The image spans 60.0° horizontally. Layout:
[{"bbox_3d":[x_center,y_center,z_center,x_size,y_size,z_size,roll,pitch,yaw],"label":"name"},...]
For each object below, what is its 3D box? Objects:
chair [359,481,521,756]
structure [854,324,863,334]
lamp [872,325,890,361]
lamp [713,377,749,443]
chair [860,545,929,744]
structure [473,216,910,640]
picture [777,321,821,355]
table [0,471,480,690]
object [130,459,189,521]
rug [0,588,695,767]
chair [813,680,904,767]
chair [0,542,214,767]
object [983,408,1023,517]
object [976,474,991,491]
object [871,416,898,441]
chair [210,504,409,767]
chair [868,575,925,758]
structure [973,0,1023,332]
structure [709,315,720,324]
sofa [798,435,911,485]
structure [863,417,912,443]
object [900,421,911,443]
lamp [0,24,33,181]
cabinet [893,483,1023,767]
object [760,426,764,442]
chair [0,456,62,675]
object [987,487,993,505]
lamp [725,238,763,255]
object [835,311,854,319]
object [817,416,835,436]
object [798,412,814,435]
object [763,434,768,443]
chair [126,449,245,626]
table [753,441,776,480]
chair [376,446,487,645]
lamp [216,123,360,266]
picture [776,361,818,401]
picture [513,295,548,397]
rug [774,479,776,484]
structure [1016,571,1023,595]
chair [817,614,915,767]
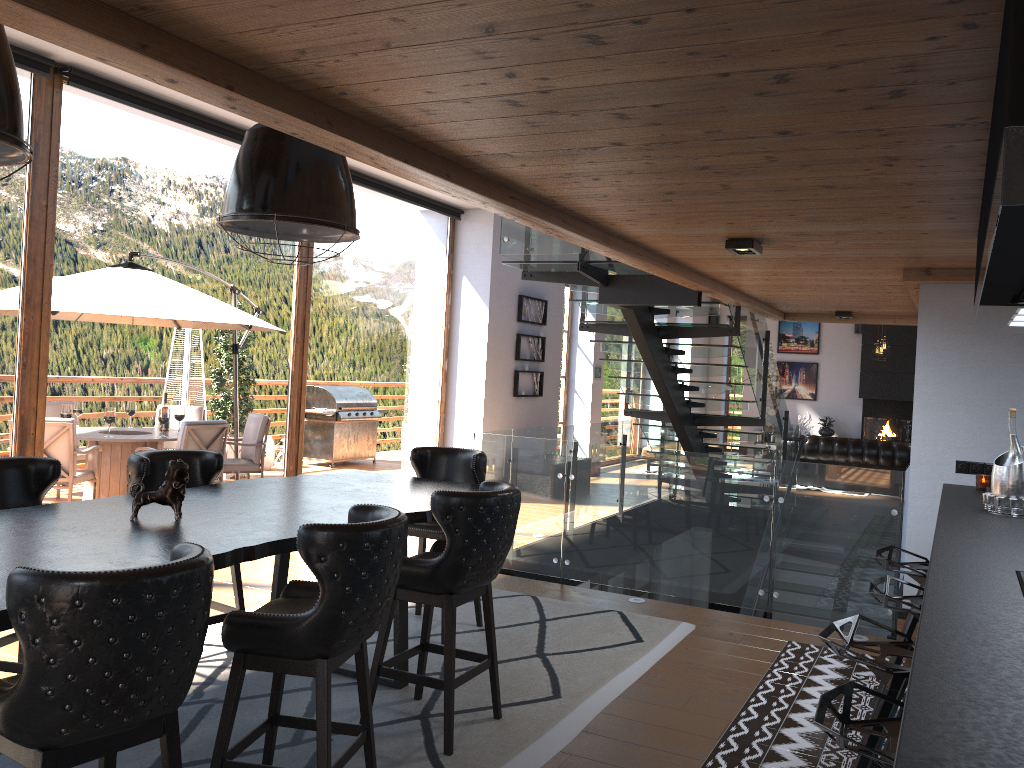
[{"bbox_3d":[-0.272,0.982,3.904,0.563,1.092,0.508,3,0,25],"label":"chair"},{"bbox_3d":[7.312,-1.224,18.638,0.211,0.349,0.215,3,0,26],"label":"structure"},{"bbox_3d":[6.631,-1.522,15.841,0.260,2.201,0.808,3,0,18],"label":"lamp"},{"bbox_3d":[4.715,0.608,18.658,1.338,1.899,0.521,3,0,-43],"label":"lamp"},{"bbox_3d":[1.917,1.223,4.136,0.465,0.839,0.544,3,0,26],"label":"chair"},{"bbox_3d":[-0.573,1.041,9.195,9.126,6.398,11.129,3,1,26],"label":"structure"},{"bbox_3d":[6.226,-1.060,19.250,0.871,0.816,0.036,3,0,26],"label":"picture"},{"bbox_3d":[-1.339,1.022,3.581,1.416,0.949,3.832,3,1,27],"label":"table"},{"bbox_3d":[-1.425,0.423,3.583,0.222,0.253,0.115,3,0,-11],"label":"object"},{"bbox_3d":[-1.163,1.482,3.847,2.528,0.047,5.684,4,1,26],"label":"rug"},{"bbox_3d":[0.940,1.205,2.082,0.465,0.839,0.543,3,0,23],"label":"chair"},{"bbox_3d":[-1.097,0.974,2.304,0.562,1.092,0.510,3,0,35],"label":"chair"},{"bbox_3d":[2.155,0.332,3.806,0.224,0.452,0.227,3,0,26],"label":"object"},{"bbox_3d":[2.490,0.521,4.681,0.080,0.081,0.078,3,1,-29],"label":"object"},{"bbox_3d":[6.410,0.941,15.201,0.402,0.808,0.627,3,0,38],"label":"object"},{"bbox_3d":[-0.666,0.976,3.015,0.566,1.092,0.506,3,0,10],"label":"chair"},{"bbox_3d":[1.611,1.219,3.436,0.465,0.839,0.543,3,0,23],"label":"chair"},{"bbox_3d":[1.860,-0.494,2.753,0.704,0.476,3.281,3,1,27],"label":"structure"},{"bbox_3d":[4.554,-1.396,19.982,0.211,0.349,0.215,3,0,26],"label":"structure"},{"bbox_3d":[5.464,1.255,13.934,2.543,0.838,1.251,4,1,25],"label":"sofa"},{"bbox_3d":[7.675,0.967,18.063,0.973,0.514,0.185,3,0,26],"label":"structure"},{"bbox_3d":[7.831,1.236,17.561,0.310,1.017,0.305,3,0,-18],"label":"object"},{"bbox_3d":[-1.598,-2.893,2.514,0.626,4.684,0.617,3,0,-19],"label":"lamp"},{"bbox_3d":[1.681,1.106,2.592,0.881,1.103,4.846,3,1,27],"label":"cabinet"},{"bbox_3d":[4.274,0.843,15.089,0.087,0.286,0.088,3,0,39],"label":"object"},{"bbox_3d":[-2.123,0.884,3.827,0.566,1.092,0.506,3,0,10],"label":"chair"},{"bbox_3d":[2.216,0.517,4.060,0.079,0.081,0.079,3,1,-9],"label":"object"},{"bbox_3d":[1.284,-0.764,4.899,0.154,0.068,0.263,3,1,27],"label":"lamp"},{"bbox_3d":[3.440,-0.719,9.173,0.154,0.068,0.263,3,1,27],"label":"object"},{"bbox_3d":[6.639,0.894,18.694,0.337,0.455,0.338,3,1,-38],"label":"object"},{"bbox_3d":[6.223,0.842,18.824,0.260,0.532,0.426,3,0,-5],"label":"object"},{"bbox_3d":[4.302,0.846,15.002,0.088,0.286,0.086,3,0,-24],"label":"object"},{"bbox_3d":[-1.693,0.905,4.538,0.562,1.092,0.510,3,0,35],"label":"chair"},{"bbox_3d":[4.332,1.290,15.062,0.402,0.609,0.421,3,0,26],"label":"table"},{"bbox_3d":[-0.451,0.948,5.390,0.499,1.092,0.573,3,0,25],"label":"chair"},{"bbox_3d":[-0.874,-2.878,3.949,0.626,4.684,0.617,3,0,-19],"label":"lamp"},{"bbox_3d":[6.173,-0.067,19.251,0.871,0.816,0.036,3,0,26],"label":"picture"},{"bbox_3d":[0.251,-0.486,11.726,0.058,1.312,0.781,3,0,27],"label":"picture"},{"bbox_3d":[4.188,1.559,15.107,3.773,0.053,2.455,4,1,27],"label":"rug"},{"bbox_3d":[1.549,0.562,2.190,0.499,0.017,0.616,4,1,26],"label":"structure"},{"bbox_3d":[1.191,1.207,2.760,0.464,0.839,0.544,3,0,32],"label":"chair"}]
